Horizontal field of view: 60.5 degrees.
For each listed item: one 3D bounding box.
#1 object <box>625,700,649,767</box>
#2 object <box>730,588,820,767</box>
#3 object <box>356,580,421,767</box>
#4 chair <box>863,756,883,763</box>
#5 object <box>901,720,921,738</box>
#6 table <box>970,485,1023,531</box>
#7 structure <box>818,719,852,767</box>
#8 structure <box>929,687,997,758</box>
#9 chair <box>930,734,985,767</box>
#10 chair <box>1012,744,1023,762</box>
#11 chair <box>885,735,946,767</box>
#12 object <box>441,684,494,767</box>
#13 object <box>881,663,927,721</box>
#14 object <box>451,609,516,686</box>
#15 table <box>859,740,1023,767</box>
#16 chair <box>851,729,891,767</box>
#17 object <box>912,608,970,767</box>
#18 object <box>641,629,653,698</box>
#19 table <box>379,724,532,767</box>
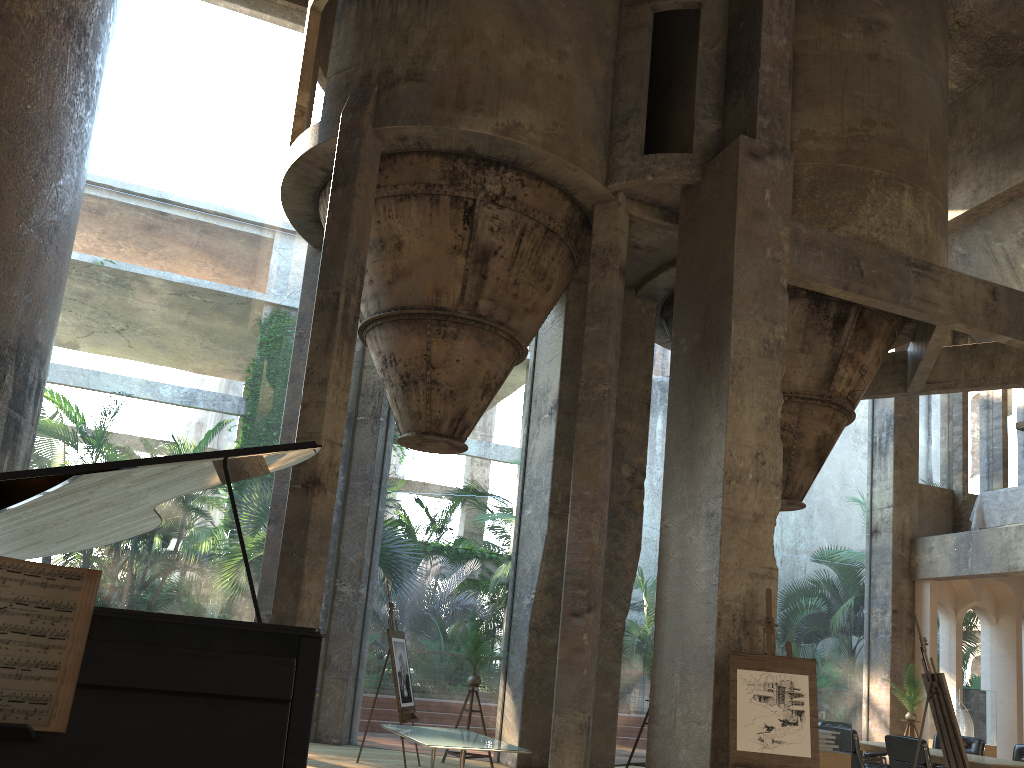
[{"bbox_3d":[1.880,4.714,11.719,0.658,0.946,0.587,2,-13,16],"label":"object"},{"bbox_3d":[2.119,2.712,7.173,0.701,2.089,0.703,4,-11,7],"label":"object"},{"bbox_3d":[-1.352,3.374,10.251,0.684,2.089,0.721,4,-12,9],"label":"object"},{"bbox_3d":[4.607,5.063,11.891,0.737,0.868,0.837,12,-15,-24],"label":"chair"},{"bbox_3d":[6.304,5.833,13.933,0.660,0.946,0.585,-3,-15,34],"label":"object"},{"bbox_3d":[8.430,2.104,14.266,1.122,0.779,1.792,11,-17,-18],"label":"table"},{"bbox_3d":[2.754,3.773,8.590,0.740,0.987,0.759,10,-14,-19],"label":"structure"},{"bbox_3d":[6.975,5.499,13.610,0.748,1.506,0.606,10,-12,-19],"label":"structure"},{"bbox_3d":[5.592,4.938,11.212,0.735,0.868,0.838,-8,-19,43],"label":"chair"},{"bbox_3d":[5.976,4.678,10.286,0.829,0.868,0.743,12,-15,-25],"label":"chair"},{"bbox_3d":[4.631,4.365,9.699,0.824,0.868,0.748,9,-14,-12],"label":"chair"},{"bbox_3d":[-0.434,4.208,10.810,0.576,0.946,0.671,11,-14,-24],"label":"object"},{"bbox_3d":[6.363,4.943,14.160,0.869,0.914,0.699,13,-15,-28],"label":"object"},{"bbox_3d":[-0.352,3.284,10.921,0.858,0.915,0.708,5,-13,1],"label":"object"},{"bbox_3d":[5.120,4.761,10.494,1.111,0.680,2.469,11,-18,-18],"label":"table"},{"bbox_3d":[4.239,4.659,10.733,0.826,0.868,0.746,10,-14,-18],"label":"chair"},{"bbox_3d":[3.842,3.105,7.899,0.684,2.089,0.721,3,-12,12],"label":"object"},{"bbox_3d":[1.948,3.753,11.720,0.692,0.914,0.879,9,-15,-16],"label":"object"},{"bbox_3d":[-0.620,3.587,8.248,0.946,0.531,1.917,11,-18,-18],"label":"table"}]
